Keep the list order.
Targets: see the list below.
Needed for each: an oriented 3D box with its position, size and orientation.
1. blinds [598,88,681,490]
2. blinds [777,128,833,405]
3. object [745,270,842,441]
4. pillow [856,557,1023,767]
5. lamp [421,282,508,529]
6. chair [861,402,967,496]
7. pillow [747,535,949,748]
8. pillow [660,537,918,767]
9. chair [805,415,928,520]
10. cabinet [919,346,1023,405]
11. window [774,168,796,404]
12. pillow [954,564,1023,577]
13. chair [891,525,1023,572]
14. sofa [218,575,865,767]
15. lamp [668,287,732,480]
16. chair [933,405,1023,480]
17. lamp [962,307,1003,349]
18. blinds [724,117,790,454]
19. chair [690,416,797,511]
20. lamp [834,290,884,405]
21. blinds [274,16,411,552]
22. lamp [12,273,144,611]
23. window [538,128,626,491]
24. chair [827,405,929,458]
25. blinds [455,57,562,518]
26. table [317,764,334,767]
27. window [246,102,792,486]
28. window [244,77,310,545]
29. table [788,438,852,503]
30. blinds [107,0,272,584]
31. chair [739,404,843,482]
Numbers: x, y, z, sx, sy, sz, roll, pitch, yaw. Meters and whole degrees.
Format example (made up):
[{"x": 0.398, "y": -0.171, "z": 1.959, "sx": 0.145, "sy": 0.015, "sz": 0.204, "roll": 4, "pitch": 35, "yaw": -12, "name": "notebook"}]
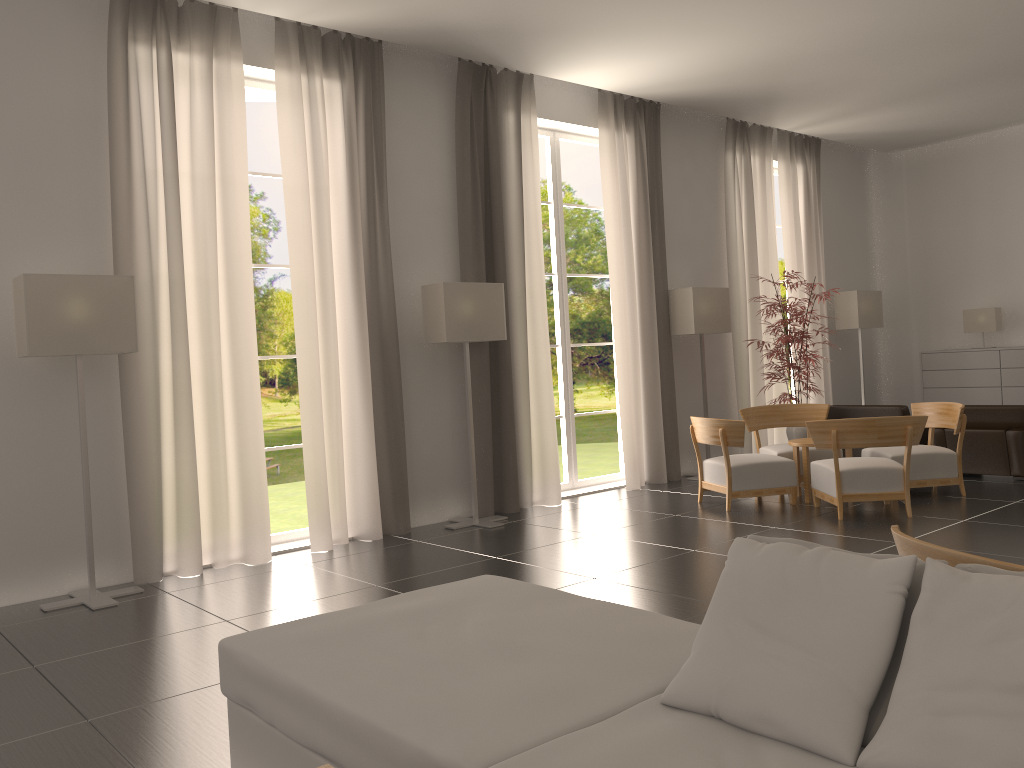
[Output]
[{"x": 2.083, "y": -1.571, "z": 14.494, "sx": 1.551, "sy": 6.431, "sz": 0.417, "roll": -3, "pitch": 0, "yaw": -44, "name": "blinds"}, {"x": 5.857, "y": -1.853, "z": 17.654, "sx": 1.551, "sy": 6.431, "sz": 0.417, "roll": -3, "pitch": 0, "yaw": -44, "name": "blinds"}, {"x": 4.655, "y": -0.197, "z": 14.818, "sx": 1.489, "sy": 3.397, "sz": 1.772, "roll": -3, "pitch": 1, "yaw": 35, "name": "object"}, {"x": 1.544, "y": 0.912, "z": 2.665, "sx": 0.596, "sy": 0.595, "sz": 0.801, "roll": -4, "pitch": 1, "yaw": -39, "name": "pillow"}, {"x": -0.567, "y": 0.267, "z": 11.773, "sx": 1.001, "sy": 3.178, "sz": 0.907, "roll": -3, "pitch": 0, "yaw": -40, "name": "lamp"}, {"x": 5.572, "y": 0.895, "z": 12.248, "sx": 1.151, "sy": 1.226, "sz": 1.452, "roll": -3, "pitch": 1, "yaw": 0, "name": "chair"}, {"x": 1.132, "y": 0.937, "z": 3.377, "sx": 0.549, "sy": 0.577, "sz": 0.918, "roll": -4, "pitch": 1, "yaw": -40, "name": "pillow"}, {"x": 1.022, "y": 0.924, "z": 3.289, "sx": 0.585, "sy": 0.598, "sz": 0.801, "roll": -4, "pitch": 1, "yaw": -40, "name": "pillow"}, {"x": 4.357, "y": 0.990, "z": 11.051, "sx": 1.452, "sy": 1.226, "sz": 1.151, "roll": -3, "pitch": 1, "yaw": 5, "name": "chair"}, {"x": 9.734, "y": 0.223, "z": 17.219, "sx": 1.041, "sy": 1.876, "sz": 3.079, "roll": -4, "pitch": 1, "yaw": -40, "name": "cabinet"}, {"x": 4.843, "y": -1.485, "z": 17.588, "sx": 2.645, "sy": 5.750, "sz": 0.110, "roll": -4, "pitch": 0, "yaw": -40, "name": "window"}, {"x": 1.691, "y": 0.921, "z": 2.703, "sx": 0.558, "sy": 0.591, "sz": 0.918, "roll": -4, "pitch": 1, "yaw": -40, "name": "pillow"}, {"x": 2.399, "y": 1.267, "z": 3.795, "sx": 1.151, "sy": 1.226, "sz": 1.452, "roll": -3, "pitch": 1, "yaw": -15, "name": "chair"}, {"x": -0.510, "y": 1.475, "z": 1.862, "sx": 5.607, "sy": 1.205, "sz": 5.523, "roll": -4, "pitch": 2, "yaw": -40, "name": "sofa"}, {"x": 3.245, "y": -0.018, "z": 14.965, "sx": 1.001, "sy": 3.178, "sz": 0.907, "roll": -3, "pitch": 0, "yaw": -40, "name": "lamp"}, {"x": 7.424, "y": 0.827, "z": 13.624, "sx": 1.500, "sy": 1.076, "sz": 1.537, "roll": -4, "pitch": 1, "yaw": -40, "name": "chair"}, {"x": 9.435, "y": -1.111, "z": 17.767, "sx": 0.310, "sy": 0.796, "sz": 0.618, "roll": -3, "pitch": 1, "yaw": -40, "name": "lamp"}, {"x": 4.559, "y": -1.756, "z": 16.569, "sx": 1.550, "sy": 6.431, "sz": 0.414, "roll": -3, "pitch": 0, "yaw": -36, "name": "blinds"}, {"x": 3.128, "y": 1.031, "z": 12.186, "sx": 1.151, "sy": 1.226, "sz": 1.452, "roll": -3, "pitch": 1, "yaw": -15, "name": "chair"}, {"x": 7.227, "y": -0.316, "z": 18.300, "sx": 1.001, "sy": 3.178, "sz": 0.907, "roll": -3, "pitch": 0, "yaw": -40, "name": "lamp"}, {"x": -2.084, "y": -1.260, "z": 11.003, "sx": 1.551, "sy": 6.431, "sz": 0.417, "roll": -3, "pitch": 0, "yaw": -44, "name": "blinds"}, {"x": -4.212, "y": 0.539, "z": 8.719, "sx": 1.001, "sy": 3.178, "sz": 0.907, "roll": -3, "pitch": 0, "yaw": -40, "name": "lamp"}, {"x": 0.794, "y": -1.183, "z": 14.197, "sx": 2.645, "sy": 5.750, "sz": 0.110, "roll": -4, "pitch": 0, "yaw": -40, "name": "window"}, {"x": 6.279, "y": 0.859, "z": 14.995, "sx": 1.500, "sy": 1.076, "sz": 1.537, "roll": -4, "pitch": 1, "yaw": -40, "name": "chair"}, {"x": -0.088, "y": -1.409, "z": 12.678, "sx": 1.550, "sy": 6.431, "sz": 0.414, "roll": -3, "pitch": 0, "yaw": -36, "name": "blinds"}, {"x": -0.671, "y": 1.677, "z": 1.742, "sx": 1.601, "sy": 0.840, "sz": 1.599, "roll": -4, "pitch": 1, "yaw": -40, "name": "table"}, {"x": 15.190, "y": -4.510, "z": 11.854, "sx": 48.652, "sy": 20.579, "sz": 99.081, "roll": -4, "pitch": 2, "yaw": -40, "name": "window"}, {"x": -3.255, "y": -0.880, "z": 10.806, "sx": 2.645, "sy": 5.750, "sz": 0.110, "roll": -4, "pitch": 0, "yaw": -40, "name": "window"}, {"x": 4.287, "y": 1.178, "z": 12.233, "sx": 0.870, "sy": 0.803, "sz": 0.870, "roll": -3, "pitch": 1, "yaw": -17, "name": "table"}, {"x": -3.564, "y": -1.149, "z": 9.766, "sx": 1.550, "sy": 6.431, "sz": 0.414, "roll": -3, "pitch": 0, "yaw": -36, "name": "blinds"}, {"x": 4.267, "y": 0.940, "z": 13.392, "sx": 1.452, "sy": 1.226, "sz": 1.151, "roll": -3, "pitch": 1, "yaw": -5, "name": "chair"}]
